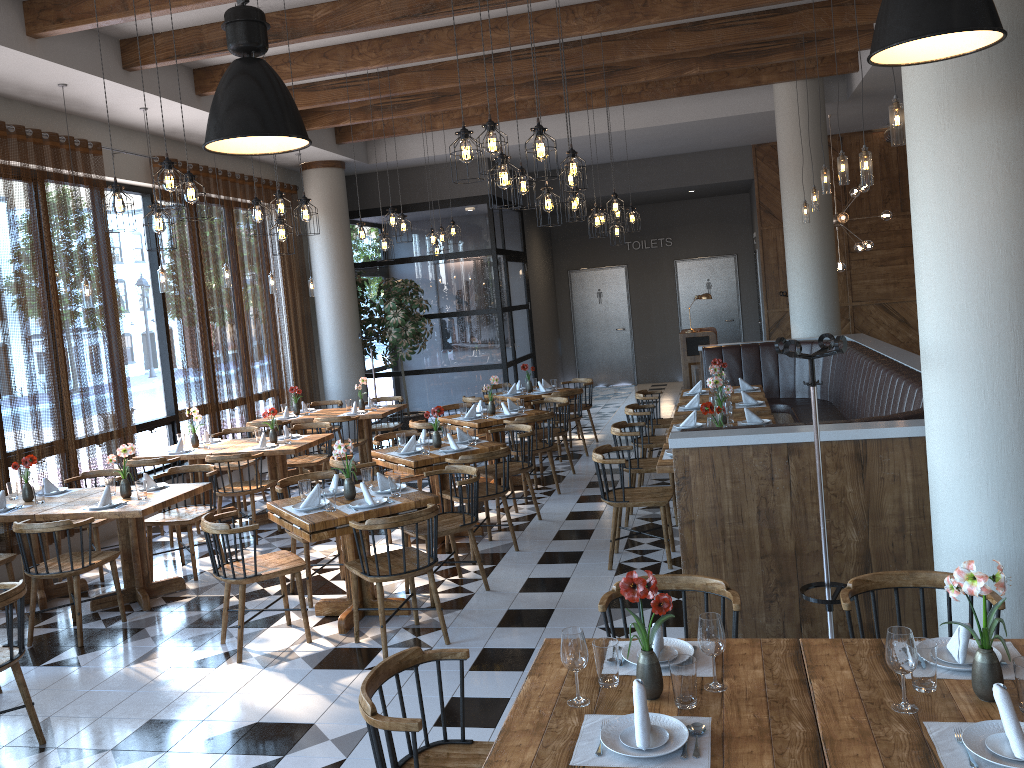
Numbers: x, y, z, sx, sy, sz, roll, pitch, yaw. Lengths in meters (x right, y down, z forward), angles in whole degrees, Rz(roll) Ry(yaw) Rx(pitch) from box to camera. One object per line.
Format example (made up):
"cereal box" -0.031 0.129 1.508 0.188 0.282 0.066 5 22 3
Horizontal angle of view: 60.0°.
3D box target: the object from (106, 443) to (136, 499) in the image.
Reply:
"object" -2.816 0.632 6.418 0.207 0.399 0.146 -7 4 -22

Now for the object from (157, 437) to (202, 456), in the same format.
"object" -3.213 0.593 8.534 0.351 0.137 0.273 -4 5 14

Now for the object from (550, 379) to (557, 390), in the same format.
"object" 0.521 0.009 11.011 0.080 0.132 0.080 -2 5 39

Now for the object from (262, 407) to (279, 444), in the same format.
"object" -2.322 0.402 8.529 0.156 0.354 0.171 -6 4 -7

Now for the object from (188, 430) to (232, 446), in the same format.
"object" -3.097 0.531 9.052 0.351 0.137 0.273 -4 5 14

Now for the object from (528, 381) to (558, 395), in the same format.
"object" 0.365 0.037 10.849 0.353 0.137 0.272 -8 6 -31

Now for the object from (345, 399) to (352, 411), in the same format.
"object" -1.995 0.257 10.838 0.080 0.132 0.080 -5 4 -1

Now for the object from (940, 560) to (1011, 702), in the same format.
"object" 1.250 0.655 2.376 0.146 0.399 0.207 -7 4 -27

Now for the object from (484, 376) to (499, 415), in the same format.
"object" -0.201 0.116 9.225 0.146 0.399 0.207 -4 4 25

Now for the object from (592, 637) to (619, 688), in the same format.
"object" 0.289 0.847 2.689 0.080 0.132 0.080 -2 5 44

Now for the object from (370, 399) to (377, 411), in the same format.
"object" -1.651 0.252 10.571 0.080 0.132 0.080 -5 4 -1

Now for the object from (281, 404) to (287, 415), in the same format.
"object" -2.836 0.314 11.041 0.080 0.132 0.080 -3 4 29

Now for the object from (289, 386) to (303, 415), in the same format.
"object" -2.656 0.198 10.918 0.156 0.354 0.171 -6 4 -10

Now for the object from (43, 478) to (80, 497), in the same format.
"object" -3.599 0.787 6.919 0.351 0.137 0.273 -4 5 14

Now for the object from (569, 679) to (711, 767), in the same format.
"object" 0.340 0.874 2.339 0.351 0.137 0.273 -4 5 14

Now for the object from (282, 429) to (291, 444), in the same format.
"object" -2.147 0.504 8.465 0.080 0.132 0.080 -5 4 -1

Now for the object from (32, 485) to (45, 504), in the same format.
"object" -3.490 0.816 6.537 0.080 0.132 0.080 -2 5 39

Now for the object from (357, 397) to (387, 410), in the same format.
"object" -1.742 0.221 10.943 0.351 0.137 0.273 -4 5 14

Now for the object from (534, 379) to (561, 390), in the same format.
"object" 0.445 -0.007 11.218 0.272 0.137 0.352 -8 6 -31

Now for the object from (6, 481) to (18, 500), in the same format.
"object" -3.833 0.822 6.804 0.080 0.132 0.080 -2 5 39

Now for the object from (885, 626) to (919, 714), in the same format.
"object" 1.048 0.766 2.379 0.081 0.215 0.081 -7 4 -23

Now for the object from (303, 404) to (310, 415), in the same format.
"object" -2.493 0.309 10.774 0.080 0.132 0.080 -3 4 29

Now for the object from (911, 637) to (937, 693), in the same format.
"object" 1.151 0.789 2.481 0.080 0.132 0.080 -2 5 44

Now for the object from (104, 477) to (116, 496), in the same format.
"object" -2.991 0.764 6.601 0.080 0.132 0.080 -5 4 -1

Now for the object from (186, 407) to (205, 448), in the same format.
"object" -3.152 0.427 8.815 0.206 0.399 0.147 -4 4 17

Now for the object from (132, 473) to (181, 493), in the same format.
"object" -2.738 0.728 6.712 0.351 0.137 0.273 -4 5 14

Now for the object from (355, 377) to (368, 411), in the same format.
"object" -1.801 0.120 10.683 0.146 0.399 0.207 -5 4 6

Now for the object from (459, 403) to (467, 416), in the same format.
"object" -0.513 0.271 9.316 0.080 0.132 0.080 -3 4 29

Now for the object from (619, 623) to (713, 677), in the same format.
"object" 0.469 0.813 2.847 0.351 0.137 0.273 -4 5 14

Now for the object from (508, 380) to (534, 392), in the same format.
"object" 0.077 0.019 11.303 0.353 0.137 0.272 -8 6 -31

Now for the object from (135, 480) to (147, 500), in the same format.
"object" -2.648 0.759 6.334 0.080 0.132 0.080 -5 4 -1

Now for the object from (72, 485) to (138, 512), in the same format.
"object" -2.853 0.789 6.193 0.351 0.137 0.273 -4 5 14

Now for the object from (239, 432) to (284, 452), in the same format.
"object" -2.352 0.534 8.326 0.351 0.137 0.273 -4 5 14

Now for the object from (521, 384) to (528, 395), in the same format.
"object" 0.155 0.066 10.771 0.080 0.132 0.080 -3 4 29

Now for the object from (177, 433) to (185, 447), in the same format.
"object" -3.332 0.567 8.935 0.080 0.132 0.080 -9 5 -41

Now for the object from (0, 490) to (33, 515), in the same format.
"object" -3.715 0.848 6.401 0.351 0.137 0.273 -4 5 14

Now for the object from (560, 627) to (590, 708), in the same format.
"object" 0.186 0.825 2.587 0.081 0.215 0.081 -7 4 -23

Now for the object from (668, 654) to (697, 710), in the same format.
"object" 0.488 0.846 2.512 0.080 0.132 0.080 -9 5 -41

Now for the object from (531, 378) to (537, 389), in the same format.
"object" 0.285 -0.004 11.372 0.080 0.132 0.080 -2 5 39

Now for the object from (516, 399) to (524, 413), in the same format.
"object" 0.091 0.228 9.183 0.080 0.132 0.080 -3 4 29

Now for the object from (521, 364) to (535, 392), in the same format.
"object" 0.199 -0.082 11.103 0.156 0.354 0.171 -7 4 -29

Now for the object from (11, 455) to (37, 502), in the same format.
"object" -3.624 0.708 6.626 0.171 0.354 0.156 -3 4 36

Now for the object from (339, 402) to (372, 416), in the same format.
"object" -1.858 0.283 10.424 0.351 0.137 0.273 -4 5 14

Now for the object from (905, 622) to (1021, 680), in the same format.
"object" 1.331 0.754 2.639 0.351 0.137 0.273 -4 5 14

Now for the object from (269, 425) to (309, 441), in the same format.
"object" -2.236 0.472 8.845 0.351 0.137 0.273 -4 5 14

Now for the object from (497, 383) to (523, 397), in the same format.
"object" -0.003 0.062 10.935 0.272 0.137 0.352 -8 6 -31

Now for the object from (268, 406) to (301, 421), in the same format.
"object" -2.719 0.341 10.632 0.351 0.137 0.273 -4 5 14

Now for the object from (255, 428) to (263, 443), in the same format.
"object" -2.490 0.509 8.731 0.080 0.132 0.080 -5 4 -1

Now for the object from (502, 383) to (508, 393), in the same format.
"object" -0.083 0.052 11.144 0.080 0.132 0.080 -6 4 -11

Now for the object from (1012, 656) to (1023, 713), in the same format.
"object" 1.350 0.788 2.304 0.080 0.132 0.080 -3 4 29

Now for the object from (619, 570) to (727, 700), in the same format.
"object" 0.469 0.728 2.593 0.295 0.354 0.166 -4 4 19

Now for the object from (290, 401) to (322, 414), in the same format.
"object" -2.603 0.280 11.151 0.351 0.137 0.273 -4 5 14

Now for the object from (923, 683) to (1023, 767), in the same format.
"object" 1.202 0.816 2.131 0.351 0.137 0.273 -4 5 14

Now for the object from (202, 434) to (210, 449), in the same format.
"object" -2.988 0.561 8.668 0.080 0.132 0.080 -9 5 -41
